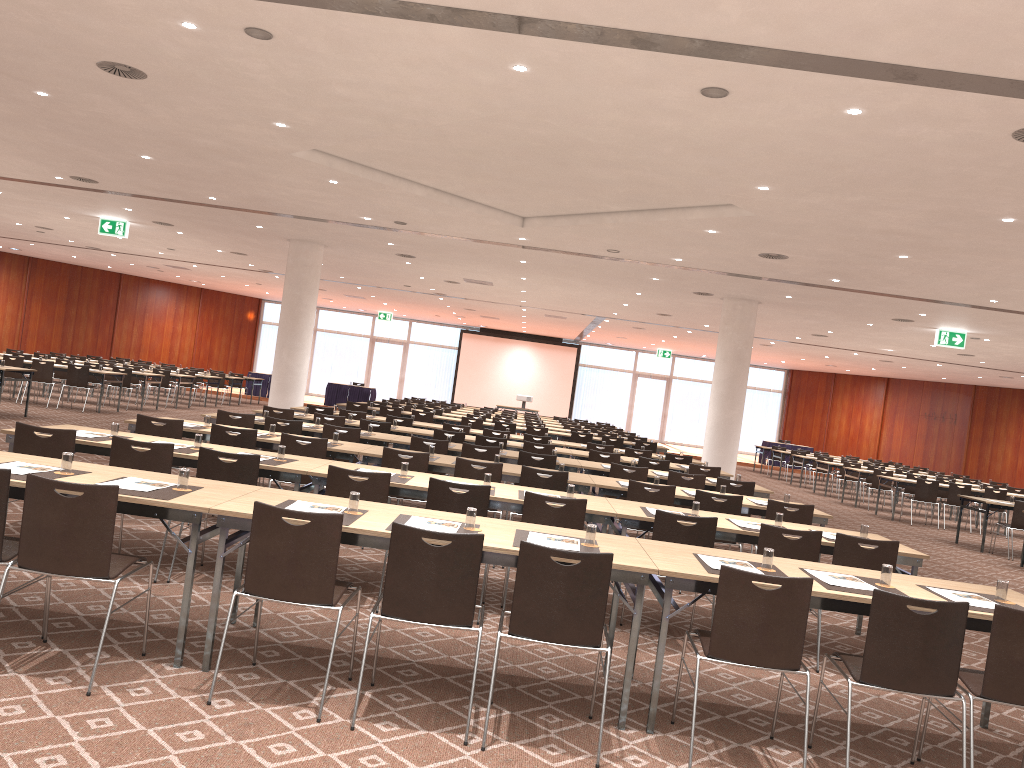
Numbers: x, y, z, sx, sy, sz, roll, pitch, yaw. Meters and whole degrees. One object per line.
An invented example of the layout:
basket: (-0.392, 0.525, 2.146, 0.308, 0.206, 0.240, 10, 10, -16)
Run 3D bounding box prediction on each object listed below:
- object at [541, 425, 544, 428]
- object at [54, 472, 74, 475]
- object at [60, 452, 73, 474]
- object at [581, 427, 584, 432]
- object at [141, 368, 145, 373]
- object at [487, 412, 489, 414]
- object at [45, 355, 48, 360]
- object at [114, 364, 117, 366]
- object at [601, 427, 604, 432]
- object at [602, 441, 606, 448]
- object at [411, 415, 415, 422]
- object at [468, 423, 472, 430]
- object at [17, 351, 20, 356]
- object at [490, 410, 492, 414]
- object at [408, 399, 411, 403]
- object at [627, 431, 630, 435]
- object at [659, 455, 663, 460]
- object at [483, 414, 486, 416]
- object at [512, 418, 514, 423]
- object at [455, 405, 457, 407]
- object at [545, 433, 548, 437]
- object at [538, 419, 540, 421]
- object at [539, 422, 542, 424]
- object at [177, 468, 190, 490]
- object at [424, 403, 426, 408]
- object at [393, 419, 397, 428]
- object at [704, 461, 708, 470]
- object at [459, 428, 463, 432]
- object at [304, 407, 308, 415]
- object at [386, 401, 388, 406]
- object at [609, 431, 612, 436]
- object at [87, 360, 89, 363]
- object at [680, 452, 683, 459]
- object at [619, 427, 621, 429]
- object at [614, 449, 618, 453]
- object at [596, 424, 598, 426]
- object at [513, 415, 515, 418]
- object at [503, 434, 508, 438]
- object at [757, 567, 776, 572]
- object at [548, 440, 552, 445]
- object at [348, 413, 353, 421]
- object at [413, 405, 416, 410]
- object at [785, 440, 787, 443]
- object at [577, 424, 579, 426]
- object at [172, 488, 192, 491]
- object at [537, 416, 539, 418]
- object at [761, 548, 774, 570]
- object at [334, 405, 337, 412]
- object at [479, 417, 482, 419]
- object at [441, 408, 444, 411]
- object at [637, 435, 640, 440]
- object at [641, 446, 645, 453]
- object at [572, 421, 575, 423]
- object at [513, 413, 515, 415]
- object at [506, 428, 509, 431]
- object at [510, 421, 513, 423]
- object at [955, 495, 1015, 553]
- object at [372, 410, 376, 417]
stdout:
object: (0.624, 0.908, 18.349, 0.054, 0.114, 0.054, 7, 0, -33)
object: (-2.473, 0.493, 4.896, 0.102, 0.001, 0.102, 8, 0, -33)
object: (-2.461, 0.436, 4.901, 0.054, 0.114, 0.054, 8, 0, 35)
object: (1.617, 1.050, 20.328, 0.054, 0.114, 0.054, 8, 0, 35)
object: (-8.520, -0.312, 20.473, 0.054, 0.114, 0.054, 7, 0, -33)
object: (-0.603, 0.760, 22.363, 0.054, 0.114, 0.054, 8, 0, 35)
object: (-10.775, -0.615, 20.515, 0.054, 0.114, 0.054, 8, 0, 35)
object: (-9.167, -0.399, 20.497, 0.054, 0.114, 0.054, 7, 0, -33)
object: (2.283, 1.148, 22.333, 0.054, 0.114, 0.054, 8, 0, 35)
object: (1.534, 1.015, 14.838, 0.054, 0.114, 0.054, 8, 0, 12)
object: (-1.668, 0.585, 14.890, 0.054, 0.114, 0.054, 8, 0, 35)
object: (-0.711, 0.714, 14.873, 0.054, 0.114, 0.054, 8, 0, -10)
object: (-11.420, -0.702, 20.527, 0.054, 0.114, 0.054, 8, 0, 35)
object: (-0.572, 0.773, 24.368, 0.054, 0.114, 0.054, 8, 0, 35)
object: (-2.817, 0.471, 24.396, 0.054, 0.114, 0.054, 7, 0, -33)
object: (2.927, 1.234, 22.313, 0.054, 0.114, 0.054, 7, 0, -33)
object: (2.153, 1.090, 12.822, 0.054, 0.114, 0.054, 7, 0, -33)
object: (-0.638, 0.747, 20.373, 0.054, 0.114, 0.054, 7, 0, -33)
object: (0.018, 0.835, 20.355, 0.054, 0.114, 0.054, 7, 0, -33)
object: (-1.544, 0.642, 24.392, 0.054, 0.114, 0.054, 8, 0, 35)
object: (0.572, 0.886, 14.847, 0.054, 0.114, 0.054, 8, 0, -10)
object: (0.677, 0.932, 22.352, 0.054, 0.114, 0.054, 8, 0, 35)
object: (0.655, 0.921, 20.349, 0.054, 0.114, 0.054, 7, 0, -33)
object: (-1.813, 0.523, 4.892, 0.054, 0.114, 0.054, 7, 0, -33)
object: (-2.203, 0.545, 22.400, 0.054, 0.114, 0.054, 8, 0, 35)
object: (-1.700, 0.572, 12.877, 0.054, 0.114, 0.054, 8, 0, 12)
object: (2.802, 1.177, 12.814, 0.054, 0.114, 0.054, 8, 0, 35)
object: (-0.738, 0.702, 12.876, 0.054, 0.114, 0.054, 8, 0, 35)
object: (-2.996, 0.398, 12.910, 0.054, 0.114, 0.054, 8, 0, 35)
object: (-2.881, 0.446, 20.407, 0.054, 0.114, 0.054, 7, 0, -33)
object: (2.268, 1.137, 20.331, 0.054, 0.114, 0.054, 8, 0, 35)
object: (-9.809, -0.485, 20.507, 0.054, 0.114, 0.054, 7, 0, -33)
object: (2.833, 1.190, 14.823, 0.054, 0.114, 0.054, 8, 0, -10)
object: (2.966, 1.248, 24.316, 0.054, 0.114, 0.054, 7, 0, -33)
object: (1.505, 1.003, 12.837, 0.054, 0.114, 0.054, 7, 0, -33)
object: (2.321, 1.161, 24.320, 0.054, 0.114, 0.054, 8, 0, 35)
object: (0.034, 0.846, 22.351, 0.054, 0.114, 0.054, 8, 0, 35)
object: (-0.098, 0.788, 12.862, 0.054, 0.114, 0.054, 8, 0, 35)
object: (1.385, 1.011, 4.830, 0.102, 0.001, 0.102, 8, 0, -33)
object: (0.546, 0.874, 12.849, 0.054, 0.114, 0.054, 8, 0, 35)
object: (-2.350, 0.485, 12.897, 0.054, 0.114, 0.054, 8, 0, 12)
object: (-2.233, 0.533, 20.386, 0.054, 0.114, 0.054, 7, 0, -33)
object: (9.747, 2.062, 31.577, 0.054, 0.114, 0.054, 8, 0, 12)
object: (1.654, 1.063, 22.341, 0.054, 0.114, 0.054, 8, 0, 35)
object: (-1.815, 0.581, 4.879, 0.102, 0.001, 0.102, 8, 0, -33)
object: (0.710, 0.945, 24.349, 0.054, 0.114, 0.054, 8, 0, 35)
object: (1.395, 0.954, 4.837, 0.054, 0.114, 0.054, 8, 0, 35)
object: (-2.971, 0.410, 14.895, 0.054, 0.114, 0.054, 8, 0, -10)
object: (-0.661, 0.735, 18.360, 0.054, 0.114, 0.054, 7, 0, -33)
object: (-1.604, 0.617, 20.387, 0.054, 0.114, 0.054, 7, 0, -33)
object: (2.897, 1.222, 20.317, 0.054, 0.114, 0.054, 7, 0, -33)
object: (2.184, 1.103, 14.837, 0.054, 0.114, 0.054, 8, 0, 35)
object: (1.683, 1.076, 24.336, 0.054, 0.114, 0.054, 8, 0, 35)
object: (0.059, 0.858, 24.362, 0.054, 0.114, 0.054, 8, 0, 35)
object: (-0.078, 0.799, 14.859, 0.054, 0.114, 0.054, 8, 0, -10)
object: (-0.012, 0.823, 18.361, 0.054, 0.114, 0.054, 7, 0, -33)
object: (8.731, 2.464, 14.782, 2.267, 0.833, 0.953, 8, 0, 1)
object: (-2.315, 0.498, 14.892, 0.054, 0.114, 0.054, 8, 0, 12)
